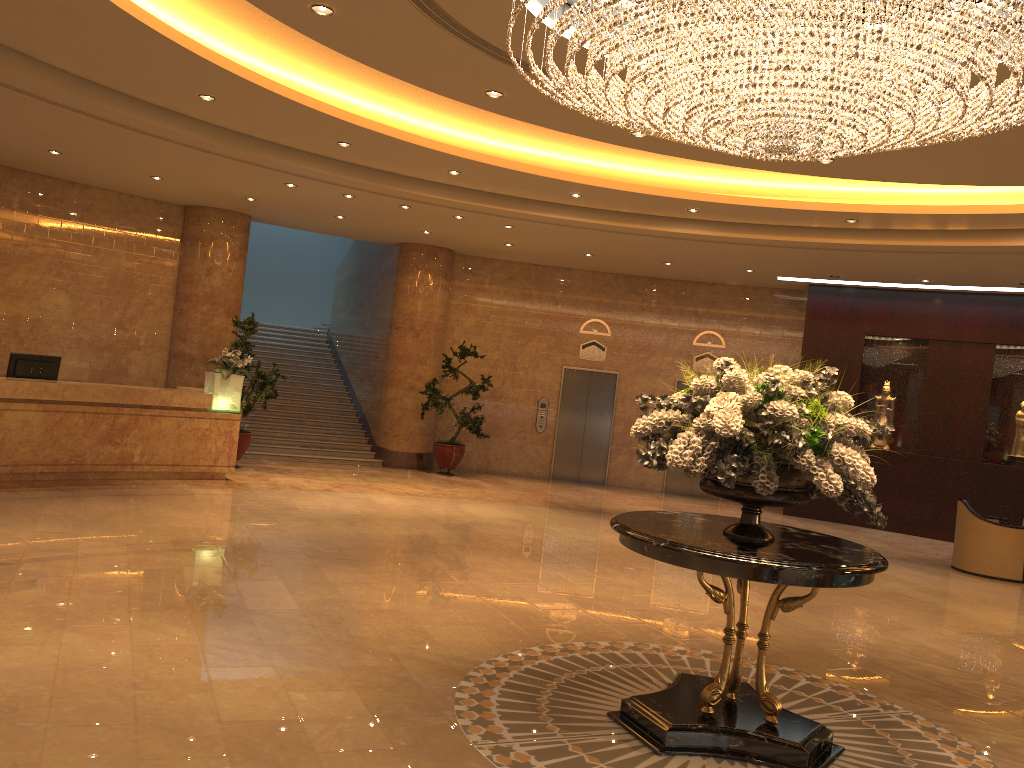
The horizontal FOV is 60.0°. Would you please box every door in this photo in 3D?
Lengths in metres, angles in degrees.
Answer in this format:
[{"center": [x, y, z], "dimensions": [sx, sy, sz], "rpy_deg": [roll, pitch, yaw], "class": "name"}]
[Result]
[{"center": [3.466, 1.024, 16.512], "dimensions": [1.070, 2.149, 0.150], "rpy_deg": [7, 0, 12], "class": "door"}, {"center": [1.367, 0.783, 16.730], "dimensions": [1.070, 2.145, 0.150], "rpy_deg": [6, 0, 1], "class": "door"}]

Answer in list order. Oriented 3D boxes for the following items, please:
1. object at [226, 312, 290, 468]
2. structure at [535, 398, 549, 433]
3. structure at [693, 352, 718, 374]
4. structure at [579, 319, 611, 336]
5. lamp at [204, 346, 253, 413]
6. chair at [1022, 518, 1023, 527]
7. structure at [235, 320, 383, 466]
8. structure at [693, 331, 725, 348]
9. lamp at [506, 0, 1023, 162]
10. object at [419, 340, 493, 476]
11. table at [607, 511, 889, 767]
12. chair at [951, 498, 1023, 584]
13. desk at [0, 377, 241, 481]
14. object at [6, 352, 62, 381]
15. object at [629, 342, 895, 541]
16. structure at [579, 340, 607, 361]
[{"center": [-4.080, 0.080, 13.550], "dimensions": [0.843, 2.363, 1.250], "rpy_deg": [6, 1, -44], "class": "object"}, {"center": [0.564, 0.587, 16.649], "dimensions": [0.200, 0.661, 0.053], "rpy_deg": [6, 0, -3], "class": "structure"}, {"center": [3.619, -0.396, 16.452], "dimensions": [0.504, 0.405, 0.012], "rpy_deg": [7, 0, 11], "class": "structure"}, {"center": [1.579, -1.077, 16.674], "dimensions": [0.600, 0.293, 0.010], "rpy_deg": [6, 0, 0], "class": "structure"}, {"center": [-3.868, -0.083, 12.117], "dimensions": [0.532, 0.897, 0.606], "rpy_deg": [7, 1, 45], "class": "lamp"}, {"center": [7.561, 2.134, 12.238], "dimensions": [0.951, 0.916, 0.769], "rpy_deg": [7, 0, 26], "class": "chair"}, {"center": [-4.557, -1.617, 18.202], "dimensions": [9.849, 5.560, 7.472], "rpy_deg": [6, 0, -24], "class": "structure"}, {"center": [3.668, -0.840, 16.447], "dimensions": [0.600, 0.293, 0.010], "rpy_deg": [7, 0, 11], "class": "structure"}, {"center": [1.577, -1.893, 4.967], "dimensions": [3.204, 1.196, 3.206], "rpy_deg": [7, 0, 13], "class": "lamp"}, {"center": [-0.982, 0.417, 15.428], "dimensions": [1.250, 2.363, 0.843], "rpy_deg": [6, 0, -3], "class": "object"}, {"center": [1.233, 1.379, 4.939], "dimensions": [1.493, 1.089, 1.493], "rpy_deg": [6, 0, -31], "class": "table"}, {"center": [6.117, 1.976, 11.406], "dimensions": [0.769, 0.916, 0.951], "rpy_deg": [7, 0, 11], "class": "chair"}, {"center": [-6.409, 0.473, 6.773], "dimensions": [3.466, 1.155, 12.951], "rpy_deg": [7, 0, 10], "class": "desk"}, {"center": [-5.796, -0.111, 10.736], "dimensions": [0.531, 0.500, 0.430], "rpy_deg": [6, 0, -16], "class": "object"}, {"center": [1.330, 0.340, 4.902], "dimensions": [1.318, 0.999, 1.277], "rpy_deg": [6, 0, 6], "class": "object"}, {"center": [1.528, -0.633, 16.678], "dimensions": [0.504, 0.405, 0.012], "rpy_deg": [6, 0, 0], "class": "structure"}]
